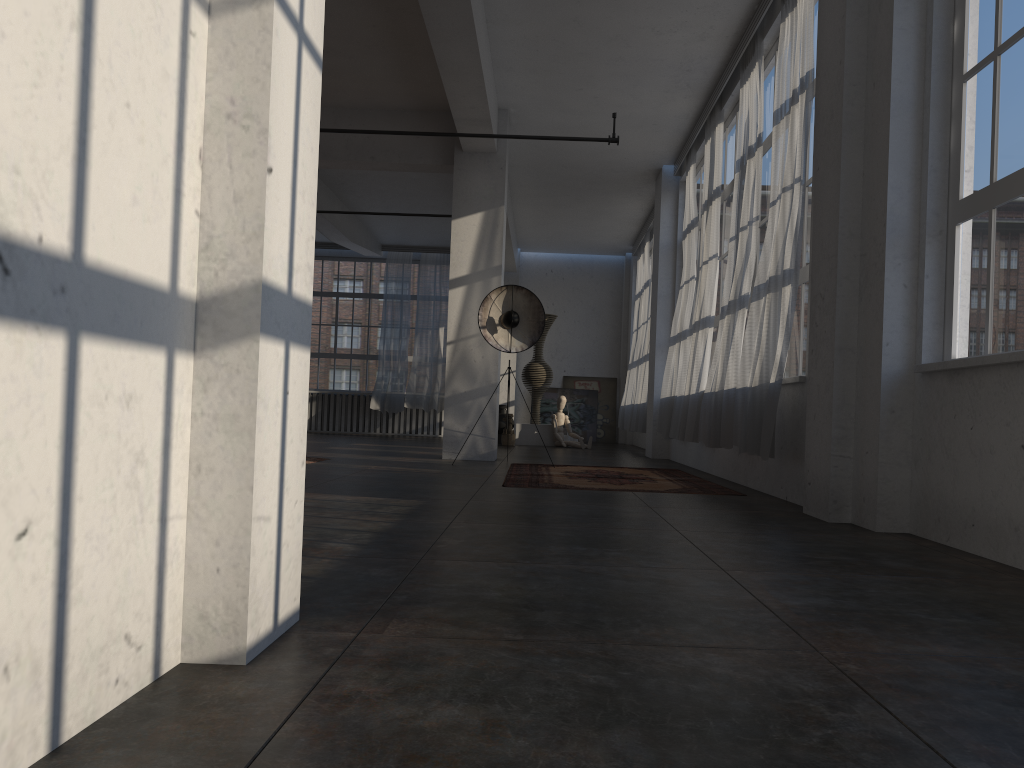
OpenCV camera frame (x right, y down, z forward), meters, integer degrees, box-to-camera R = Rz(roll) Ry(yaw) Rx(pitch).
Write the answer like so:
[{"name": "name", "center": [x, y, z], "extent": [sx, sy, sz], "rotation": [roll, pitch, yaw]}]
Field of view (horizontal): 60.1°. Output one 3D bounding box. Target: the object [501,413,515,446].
[{"name": "object", "center": [-0.055, 0.798, 14.909], "extent": [0.235, 0.600, 0.224], "rotation": [2, -1, 28]}]

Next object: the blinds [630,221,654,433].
[{"name": "blinds", "center": [2.208, -1.043, 14.268], "extent": [0.361, 3.673, 1.032], "rotation": [2, -1, 1]}]

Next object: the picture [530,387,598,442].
[{"name": "picture", "center": [1.096, 0.641, 18.635], "extent": [1.434, 1.141, 0.304], "rotation": [2, -1, -2]}]

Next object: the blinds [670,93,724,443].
[{"name": "blinds", "center": [2.024, -1.209, 9.502], "extent": [0.361, 3.673, 1.032], "rotation": [2, -1, 1]}]

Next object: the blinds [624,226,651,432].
[{"name": "blinds", "center": [2.260, -0.998, 15.608], "extent": [0.315, 3.712, 1.025], "rotation": [2, -1, 1]}]

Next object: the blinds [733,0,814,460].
[{"name": "blinds", "center": [1.924, -1.331, 6.435], "extent": [0.342, 3.750, 1.028], "rotation": [2, -1, 0]}]

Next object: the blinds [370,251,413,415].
[{"name": "blinds", "center": [-2.457, -1.134, 18.347], "extent": [0.692, 3.558, 0.877], "rotation": [2, -1, 0]}]

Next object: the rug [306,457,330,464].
[{"name": "rug", "center": [-2.839, 0.679, 7.705], "extent": [1.854, 0.029, 2.886], "rotation": [2, -2, 1]}]

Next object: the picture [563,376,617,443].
[{"name": "picture", "center": [1.636, 0.537, 18.743], "extent": [1.147, 1.386, 0.253], "rotation": [2, -1, 0]}]

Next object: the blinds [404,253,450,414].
[{"name": "blinds", "center": [-1.558, -1.141, 18.216], "extent": [1.057, 3.500, 1.000], "rotation": [2, -1, 1]}]

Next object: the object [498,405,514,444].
[{"name": "object", "center": [-0.178, 0.720, 15.776], "extent": [0.452, 0.693, 0.434], "rotation": [3, -1, -35]}]

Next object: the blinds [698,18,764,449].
[{"name": "blinds", "center": [1.962, -1.278, 7.803], "extent": [0.339, 3.696, 1.034], "rotation": [2, -1, -1]}]

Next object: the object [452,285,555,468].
[{"name": "object", "center": [-0.029, -0.093, 9.520], "extent": [1.056, 1.919, 1.180], "rotation": [2, -1, 1]}]

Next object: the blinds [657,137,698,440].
[{"name": "blinds", "center": [2.101, -1.157, 11.005], "extent": [0.315, 3.712, 1.025], "rotation": [2, -1, 1]}]

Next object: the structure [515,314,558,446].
[{"name": "structure", "center": [0.456, -0.062, 15.787], "extent": [0.677, 2.325, 0.750], "rotation": [2, -1, 1]}]

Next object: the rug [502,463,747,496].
[{"name": "rug", "center": [0.867, 0.839, 8.047], "extent": [1.816, 0.009, 3.130], "rotation": [2, -2, 1]}]

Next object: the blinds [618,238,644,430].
[{"name": "blinds", "center": [2.286, -0.967, 16.799], "extent": [0.339, 3.696, 1.034], "rotation": [2, -1, -1]}]
